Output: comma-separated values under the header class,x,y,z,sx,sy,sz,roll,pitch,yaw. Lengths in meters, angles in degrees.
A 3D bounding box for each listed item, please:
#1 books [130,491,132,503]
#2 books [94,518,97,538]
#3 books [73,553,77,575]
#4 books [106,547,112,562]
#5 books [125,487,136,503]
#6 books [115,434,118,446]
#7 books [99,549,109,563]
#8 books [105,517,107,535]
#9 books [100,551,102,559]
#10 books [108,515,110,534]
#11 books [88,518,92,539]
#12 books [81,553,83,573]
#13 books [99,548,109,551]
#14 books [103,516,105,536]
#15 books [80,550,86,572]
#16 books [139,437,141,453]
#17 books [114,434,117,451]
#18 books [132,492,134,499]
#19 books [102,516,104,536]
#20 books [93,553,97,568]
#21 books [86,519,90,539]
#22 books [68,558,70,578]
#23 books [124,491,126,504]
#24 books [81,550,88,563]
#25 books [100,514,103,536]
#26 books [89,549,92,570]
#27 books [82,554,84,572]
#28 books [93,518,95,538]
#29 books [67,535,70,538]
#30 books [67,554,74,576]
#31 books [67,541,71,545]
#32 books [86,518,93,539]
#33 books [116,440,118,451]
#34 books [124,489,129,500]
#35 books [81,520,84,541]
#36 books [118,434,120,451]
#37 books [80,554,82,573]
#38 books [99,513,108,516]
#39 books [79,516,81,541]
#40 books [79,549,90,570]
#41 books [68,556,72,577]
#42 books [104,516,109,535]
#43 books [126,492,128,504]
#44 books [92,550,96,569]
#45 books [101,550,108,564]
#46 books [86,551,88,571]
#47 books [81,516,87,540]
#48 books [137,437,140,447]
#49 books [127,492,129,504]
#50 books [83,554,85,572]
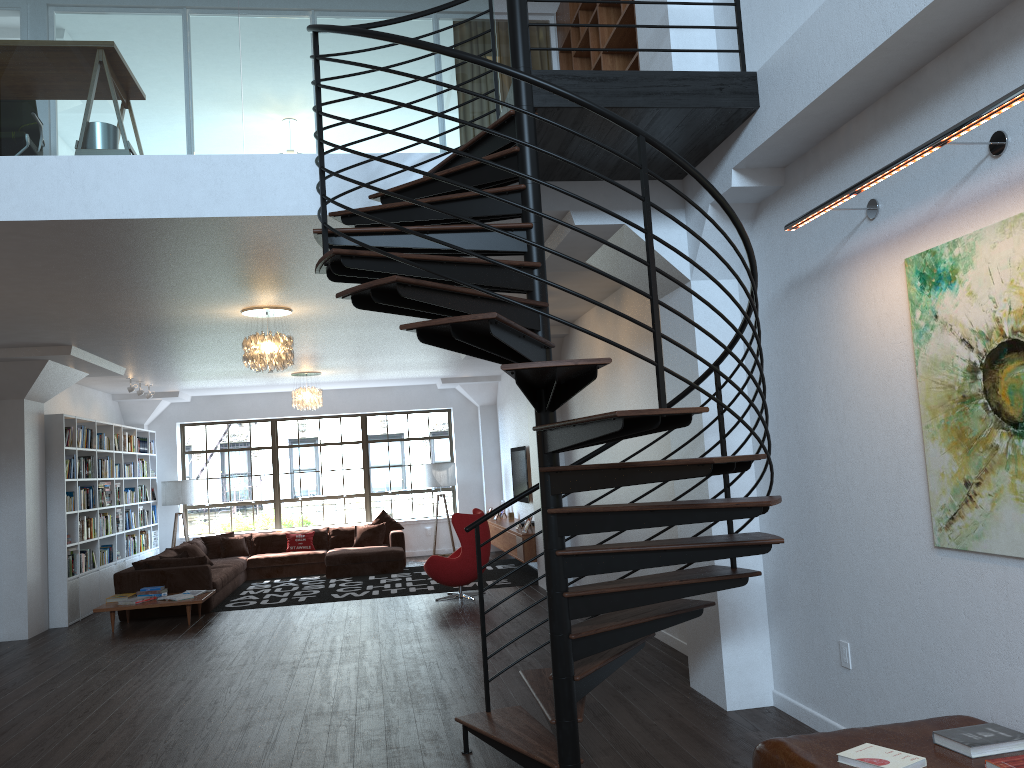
class,x,y,z,sx,sy,sz,roll,pitch,yaw
books,-5.669,1.671,13.049,0.128,0.178,0.022,-3,-5,-9
books,-5.379,1.830,11.265,0.183,0.253,0.034,-3,-5,-9
books,-5.234,2.131,10.450,0.180,0.251,0.048,-3,-5,-9
books,-5.462,2.301,11.922,0.146,0.202,0.027,-3,-5,-9
books,-5.714,1.668,13.281,0.140,0.231,0.042,-3,-5,-9
books,-5.644,0.831,12.506,0.160,0.251,0.031,-3,-5,-9
books,-5.438,2.292,11.782,0.139,0.191,0.036,-3,-5,-9
books,-5.457,1.883,11.719,0.174,0.240,0.045,-3,-5,-10
books,-5.405,2.271,11.527,0.134,0.184,0.030,-3,-5,-9
books,-5.473,1.885,11.840,0.180,0.259,0.060,-3,-5,-10
books,-5.356,1.815,11.098,0.183,0.253,0.034,-3,-5,-9
books,-5.275,2.165,10.691,0.176,0.231,0.053,-3,-5,-9
books,-5.449,2.290,11.814,0.146,0.202,0.027,-3,-5,-9
books,-5.429,1.864,11.601,0.183,0.253,0.034,-3,-5,-10
books,-5.292,2.164,10.803,0.183,0.253,0.042,-3,-5,-9
books,-5.848,0.950,13.733,0.183,0.253,0.042,-3,-5,-9
books,-5.619,0.826,12.373,0.174,0.236,0.136,-3,-5,-10
books,-5.688,1.691,13.195,0.120,0.167,0.020,-3,-5,-9
books,-5.427,1.861,11.568,0.183,0.253,0.034,-3,-5,-10
books,-5.341,2.226,11.181,0.161,0.207,0.135,-3,-5,-10
books,-5.341,1.810,11.017,0.171,0.246,0.057,-3,-5,-9
books,-5.187,2.122,10.216,0.161,0.223,0.032,-3,-5,-9
books,-5.628,1.638,12.738,0.134,0.184,0.029,-3,-5,-9
books,-5.309,2.177,10.913,0.160,0.251,0.039,-3,-5,-9
books,-5.422,1.838,11.527,0.176,0.290,0.053,-3,-5,-10
books,-5.326,2.188,11.038,0.183,0.253,0.042,-3,-5,-9
books,-5.275,2.173,10.735,0.161,0.223,0.033,-3,-5,-9
books,-5.377,1.830,11.236,0.160,0.250,0.026,-3,-5,-9
books,-5.252,1.780,10.296,0.174,0.032,0.254,-2,-5,-14
books,-5.222,2.122,10.369,0.183,0.253,0.042,-3,-5,-9
books,-5.247,1.847,10.296,0.197,0.035,0.284,-2,-5,-19
books,-5.358,1.818,11.131,0.183,0.253,0.034,-3,-5,-9
books,-5.619,0.845,12.427,0.161,0.207,0.130,-3,-5,-10
books,-5.656,1.644,12.916,0.140,0.206,0.042,-3,-5,-9
books,-5.311,1.790,10.811,0.171,0.246,0.057,-3,-5,-9
books,-5.651,0.838,12.572,0.160,0.251,0.039,-3,-5,-9
books,-5.257,2.164,10.650,0.161,0.223,0.032,-3,-5,-9
books,-5.468,1.865,11.794,0.176,0.290,0.036,-3,-5,-10
books,-5.272,1.750,10.683,0.140,0.298,0.044,-3,-5,-9
books,-5.318,2.177,10.952,0.180,0.259,0.042,-3,-5,-9
books,-5.194,2.118,10.259,0.174,0.240,0.054,-3,-5,-9
books,-5.452,1.880,11.760,0.183,0.253,0.034,-3,-5,-10
books,-5.629,1.656,12.835,0.120,0.167,0.019,-3,-5,-9
books,-5.340,2.206,11.125,0.174,0.236,0.142,-3,-5,-10
books,-5.430,2.296,11.753,0.128,0.178,0.021,-3,-5,-9
books,-5.300,2.176,10.875,0.171,0.246,0.039,-3,-5,-9
books,-5.328,1.776,10.894,0.176,0.290,0.053,-3,-5,-9
books,-5.847,0.946,13.690,0.183,0.253,0.042,-3,-5,-9
books,-5.631,1.660,12.884,0.107,0.167,0.016,-3,-5,-9
books,-5.274,2.185,10.766,0.161,0.223,0.030,-3,-5,-10
